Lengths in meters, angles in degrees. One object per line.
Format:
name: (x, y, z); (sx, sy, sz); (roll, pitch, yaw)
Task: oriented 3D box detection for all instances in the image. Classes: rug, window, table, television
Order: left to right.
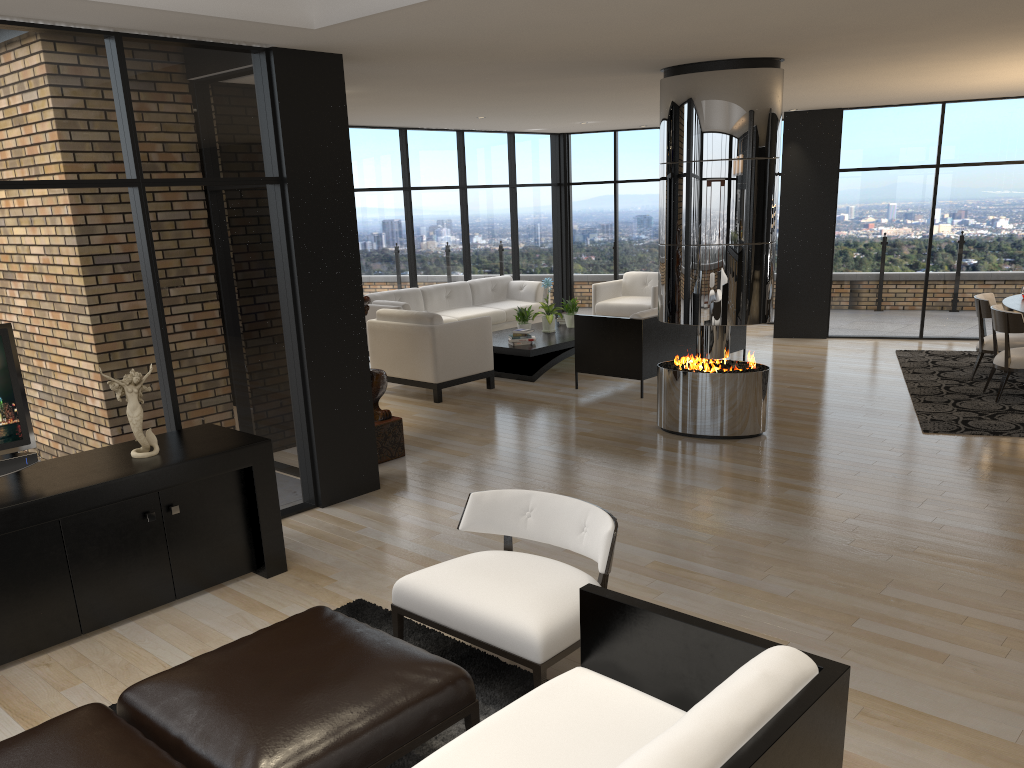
television: (-2.492, 0.166, 3.597); (0.926, 0.729, 0.401); (-10, 17, -28)
rug: (-0.872, 1.471, 2.507); (2.459, 0.012, 2.990); (9, 16, 42)
table: (0.403, -0.427, 10.364); (1.253, 0.360, 2.002); (9, 16, 42)
window: (0.367, -1.625, 5.062); (10.084, 4.904, 15.583); (5, 14, 29)
rug: (5.113, 0.037, 8.115); (2.712, 0.011, 3.641); (2, 13, 20)
table: (5.064, -0.324, 7.952); (1.206, 0.788, 2.061); (3, 14, 22)

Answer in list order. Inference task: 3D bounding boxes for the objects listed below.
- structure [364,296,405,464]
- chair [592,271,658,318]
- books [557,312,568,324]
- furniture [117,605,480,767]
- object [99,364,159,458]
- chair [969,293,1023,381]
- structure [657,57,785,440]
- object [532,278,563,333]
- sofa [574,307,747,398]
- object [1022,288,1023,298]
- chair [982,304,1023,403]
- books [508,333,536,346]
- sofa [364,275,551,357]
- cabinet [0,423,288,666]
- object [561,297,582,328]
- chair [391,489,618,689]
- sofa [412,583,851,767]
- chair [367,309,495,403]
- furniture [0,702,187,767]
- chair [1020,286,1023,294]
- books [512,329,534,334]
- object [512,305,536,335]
structure: (-1.293, -0.216, 6.650); (0.724, 1.633, 0.509); (12, 21, 40)
chair: (1.691, -1.021, 11.672); (0.992, 0.877, 0.842); (10, 19, 41)
books: (0.683, -0.827, 11.018); (0.223, 0.129, 0.300); (0, 13, 10)
furniture: (-0.689, 1.136, 2.888); (0.820, 0.495, 0.815); (10, 18, 41)
object: (-1.813, 0.128, 4.275); (0.104, 0.470, 0.253); (13, 22, 42)
chair: (4.721, -0.433, 8.448); (0.613, 0.826, 0.630); (6, 17, 29)
structure: (1.569, -0.968, 6.805); (0.888, 2.810, 0.574); (7, 19, 29)
object: (0.438, -0.921, 10.269); (0.353, 0.647, 0.363); (-10, 18, -27)
sofa: (1.593, -0.480, 9.272); (0.830, 0.823, 2.002); (11, 18, 41)
object: (4.907, -0.870, 8.397); (0.095, 0.108, 0.093); (6, 17, 30)
chair: (4.461, -0.256, 7.663); (0.616, 0.826, 0.627); (1, 15, 13)
books: (0.109, -0.497, 9.580); (0.307, 0.129, 0.218); (-4, 13, -8)
sofa: (-0.664, -0.834, 11.246); (0.847, 0.876, 2.656); (11, 18, 41)
cabinet: (-2.469, 0.882, 3.790); (0.615, 0.759, 2.995); (11, 18, 41)
object: (0.710, -0.867, 10.616); (0.284, 0.379, 0.210); (3, 17, 20)
chair: (0.029, 0.859, 3.586); (0.798, 0.692, 0.674); (10, 19, 41)
sofa: (-0.141, 1.170, 1.836); (0.830, 0.823, 2.002); (11, 18, 41)
chair: (-0.822, -0.359, 9.038); (0.992, 0.877, 0.842); (10, 19, 41)
furniture: (-1.258, 1.286, 2.290); (0.820, 0.495, 0.815); (10, 18, 41)
chair: (5.404, -0.558, 8.904); (0.637, 0.826, 0.606); (10, 20, 39)
books: (0.123, -0.573, 9.556); (0.184, 0.027, 0.152); (6, 14, 33)
object: (0.135, -0.720, 10.030); (0.284, 0.379, 0.209); (-1, 16, 6)
